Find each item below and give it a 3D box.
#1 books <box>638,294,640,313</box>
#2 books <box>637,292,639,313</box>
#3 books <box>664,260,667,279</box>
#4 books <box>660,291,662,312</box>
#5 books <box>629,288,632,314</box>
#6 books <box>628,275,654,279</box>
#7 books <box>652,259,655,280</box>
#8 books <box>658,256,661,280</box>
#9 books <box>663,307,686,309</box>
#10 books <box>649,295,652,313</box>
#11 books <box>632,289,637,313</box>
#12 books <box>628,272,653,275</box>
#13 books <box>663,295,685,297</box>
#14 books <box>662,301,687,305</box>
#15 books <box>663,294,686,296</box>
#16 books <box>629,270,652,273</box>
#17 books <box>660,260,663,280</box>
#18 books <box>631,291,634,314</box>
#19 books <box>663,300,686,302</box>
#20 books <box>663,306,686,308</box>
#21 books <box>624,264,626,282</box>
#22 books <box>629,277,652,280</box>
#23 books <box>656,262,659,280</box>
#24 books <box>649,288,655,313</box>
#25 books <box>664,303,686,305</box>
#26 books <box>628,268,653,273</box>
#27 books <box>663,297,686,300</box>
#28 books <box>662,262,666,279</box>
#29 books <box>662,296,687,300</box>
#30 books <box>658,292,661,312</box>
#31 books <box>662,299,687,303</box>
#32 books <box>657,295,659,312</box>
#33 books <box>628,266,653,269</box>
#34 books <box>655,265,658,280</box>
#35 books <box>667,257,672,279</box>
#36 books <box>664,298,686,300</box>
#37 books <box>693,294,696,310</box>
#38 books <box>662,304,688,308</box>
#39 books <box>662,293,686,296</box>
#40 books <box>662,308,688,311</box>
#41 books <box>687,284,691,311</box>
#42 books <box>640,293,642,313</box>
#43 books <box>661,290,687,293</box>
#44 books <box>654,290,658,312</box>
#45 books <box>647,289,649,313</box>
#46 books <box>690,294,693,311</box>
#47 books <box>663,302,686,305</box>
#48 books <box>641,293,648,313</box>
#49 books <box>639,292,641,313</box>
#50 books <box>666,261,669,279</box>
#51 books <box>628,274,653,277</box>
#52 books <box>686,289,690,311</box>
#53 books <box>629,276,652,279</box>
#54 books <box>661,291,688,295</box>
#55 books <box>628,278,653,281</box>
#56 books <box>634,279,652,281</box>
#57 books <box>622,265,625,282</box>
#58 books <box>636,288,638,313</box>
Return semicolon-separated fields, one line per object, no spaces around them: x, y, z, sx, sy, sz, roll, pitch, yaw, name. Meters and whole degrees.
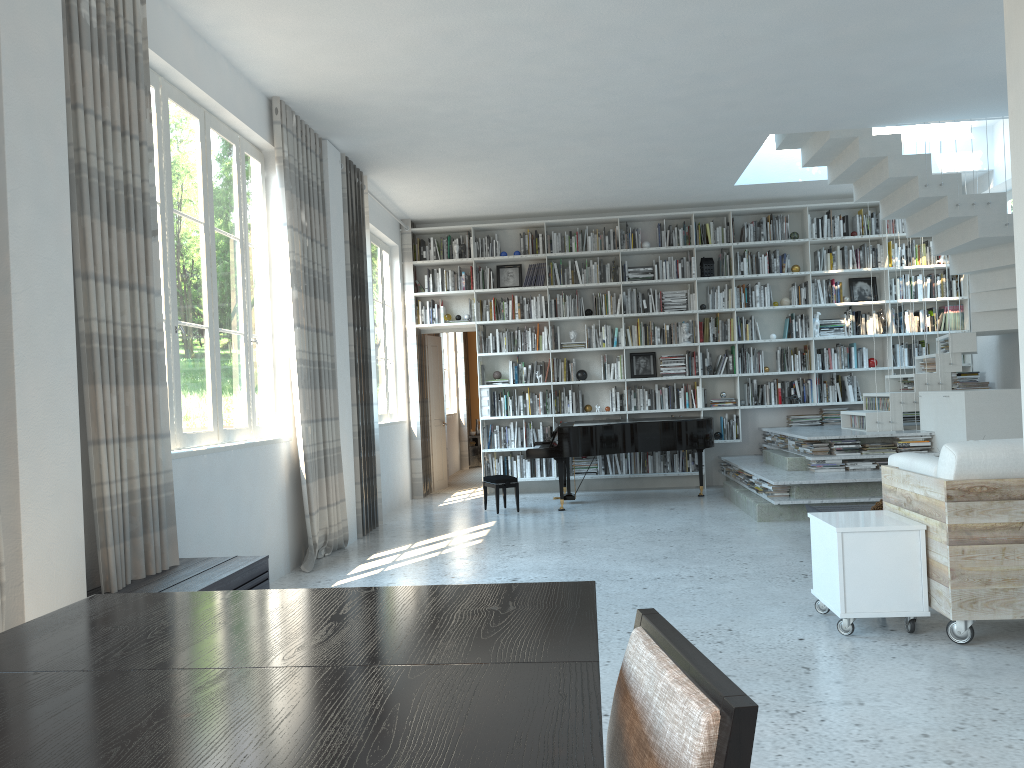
1.462;-0.915;10.245;0.014;0.233;0.147;-3;0;5;books
1.449;-0.924;10.245;0.011;0.252;0.153;-3;0;5;books
1.767;-1.301;10.223;0.012;0.244;0.131;-3;0;5;books
1.711;-0.933;10.204;0.013;0.247;0.176;-3;0;5;books
1.372;-0.951;10.266;0.014;0.313;0.133;-3;0;5;books
1.483;-1.233;10.243;0.285;0.012;0.159;-3;-1;2;books
1.636;-1.300;10.224;0.012;0.254;0.161;-3;0;5;books
1.694;-1.318;10.203;0.011;0.284;0.190;-3;0;5;books
1.872;-0.872;10.217;0.254;0.012;0.161;-3;-1;5;books
1.594;-0.913;10.231;0.024;0.216;0.148;-3;0;5;books
1.418;-0.944;10.253;0.029;0.295;0.151;-3;0;5;books
1.483;-1.263;10.238;0.285;0.024;0.159;-3;-1;10;books
1.865;-1.005;10.207;0.254;0.012;0.161;-3;-1;10;books
1.869;-0.932;10.216;0.285;0.012;0.159;-3;-1;6;books
1.864;-1.019;10.213;0.254;0.012;0.161;-3;-1;7;books
1.482;-1.287;10.241;0.254;0.025;0.161;-3;-1;1;books
1.712;-1.296;10.217;0.021;0.237;0.171;-3;0;5;books
1.390;-0.928;10.238;0.025;0.266;0.185;-3;0;5;books
1.868;-0.944;10.215;0.254;0.012;0.161;-3;-1;6;books
1.871;-0.884;10.215;0.254;0.012;0.161;-3;-1;4;books
1.305;-1.267;10.258;0.013;0.218;0.141;-3;0;5;books
1.484;-1.209;10.239;0.254;0.012;0.161;-3;-1;10;books
1.681;-1.287;10.245;0.024;0.223;0.128;-3;0;5;books
1.620;-0.951;10.231;0.049;0.291;0.162;-3;0;5;books
1.870;-0.908;10.213;0.254;0.012;0.161;-3;-1;7;books
1.481;-1.312;10.245;0.285;0.024;0.159;-3;-1;7;books
1.866;-0.981;10.213;0.254;0.012;0.161;-3;-1;7;books
1.747;-1.287;10.212;0.027;0.216;0.190;-3;0;5;books
1.866;-0.993;10.216;0.285;0.012;0.159;-3;-1;4;books
1.698;-0.932;10.218;0.015;0.245;0.183;-3;0;5;books
1.867;-0.957;10.211;0.285;0.012;0.159;-3;-1;8;books
1.680;-0.916;10.228;0.024;0.216;0.132;-3;0;5;books
1.481;-1.336;10.250;0.285;0.024;0.159;-3;-1;5;books
1.655;-1.268;10.218;0.025;0.187;0.193;-3;-1;5;books
1.815;-1.318;10.229;0.029;0.273;0.140;-3;0;5;books
1.867;-0.969;10.211;0.254;0.012;0.161;-3;-1;2;books
2.088;-0.929;10.199;0.030;0.205;0.158;-3;0;5;books
1.870;-0.896;10.211;0.285;0.012;0.159;-3;-1;2;books
1.864;-1.031;10.218;0.254;0.012;0.161;-3;-1;5;books
1.872;-0.860;10.216;0.285;0.012;0.159;-3;-1;6;books
2.035;-0.984;10.201;0.012;0.319;0.140;-3;0;5;books
1.488;-0.919;10.240;0.011;0.239;0.147;-3;0;5;books
1.863;-1.055;10.214;0.285;0.012;0.159;-3;-1;7;books
1.655;-0.942;10.214;0.021;0.269;0.191;-3;0;5;books
1.570;-0.946;10.240;0.022;0.285;0.130;-3;0;5;books
2.058;-0.925;10.196;0.029;0.198;0.172;-3;0;5;books
1.869;-0.921;10.213;0.254;0.012;0.161;-3;-1;3;books
1.526;-0.920;10.230;0.066;0.236;0.153;-3;0;5;books
1.475;-0.924;10.240;0.014;0.250;0.172;-3;0;5;books
1.787;-1.290;10.212;0.028;0.219;0.183;-3;0;5;books
1.483;-1.245;10.245;0.285;0.012;0.159;-3;-1;3;books
2.023;-0.951;10.186;0.012;0.254;0.161;-3;0;5;books
1.484;-1.221;10.243;0.254;0.012;0.161;-3;-1;2;books
1.863;-1.043;10.206;0.285;0.012;0.159;-3;-1;0;books
1.485;-1.197;10.243;0.285;0.012;0.159;-3;-1;8;books
1.485;-1.185;10.241;0.254;0.012;0.161;-3;-1;9;books
1.284;-1.258;10.246;0.027;0.201;0.167;-3;0;5;books
1.437;-0.947;10.244;0.011;0.300;0.179;-3;0;5;books
